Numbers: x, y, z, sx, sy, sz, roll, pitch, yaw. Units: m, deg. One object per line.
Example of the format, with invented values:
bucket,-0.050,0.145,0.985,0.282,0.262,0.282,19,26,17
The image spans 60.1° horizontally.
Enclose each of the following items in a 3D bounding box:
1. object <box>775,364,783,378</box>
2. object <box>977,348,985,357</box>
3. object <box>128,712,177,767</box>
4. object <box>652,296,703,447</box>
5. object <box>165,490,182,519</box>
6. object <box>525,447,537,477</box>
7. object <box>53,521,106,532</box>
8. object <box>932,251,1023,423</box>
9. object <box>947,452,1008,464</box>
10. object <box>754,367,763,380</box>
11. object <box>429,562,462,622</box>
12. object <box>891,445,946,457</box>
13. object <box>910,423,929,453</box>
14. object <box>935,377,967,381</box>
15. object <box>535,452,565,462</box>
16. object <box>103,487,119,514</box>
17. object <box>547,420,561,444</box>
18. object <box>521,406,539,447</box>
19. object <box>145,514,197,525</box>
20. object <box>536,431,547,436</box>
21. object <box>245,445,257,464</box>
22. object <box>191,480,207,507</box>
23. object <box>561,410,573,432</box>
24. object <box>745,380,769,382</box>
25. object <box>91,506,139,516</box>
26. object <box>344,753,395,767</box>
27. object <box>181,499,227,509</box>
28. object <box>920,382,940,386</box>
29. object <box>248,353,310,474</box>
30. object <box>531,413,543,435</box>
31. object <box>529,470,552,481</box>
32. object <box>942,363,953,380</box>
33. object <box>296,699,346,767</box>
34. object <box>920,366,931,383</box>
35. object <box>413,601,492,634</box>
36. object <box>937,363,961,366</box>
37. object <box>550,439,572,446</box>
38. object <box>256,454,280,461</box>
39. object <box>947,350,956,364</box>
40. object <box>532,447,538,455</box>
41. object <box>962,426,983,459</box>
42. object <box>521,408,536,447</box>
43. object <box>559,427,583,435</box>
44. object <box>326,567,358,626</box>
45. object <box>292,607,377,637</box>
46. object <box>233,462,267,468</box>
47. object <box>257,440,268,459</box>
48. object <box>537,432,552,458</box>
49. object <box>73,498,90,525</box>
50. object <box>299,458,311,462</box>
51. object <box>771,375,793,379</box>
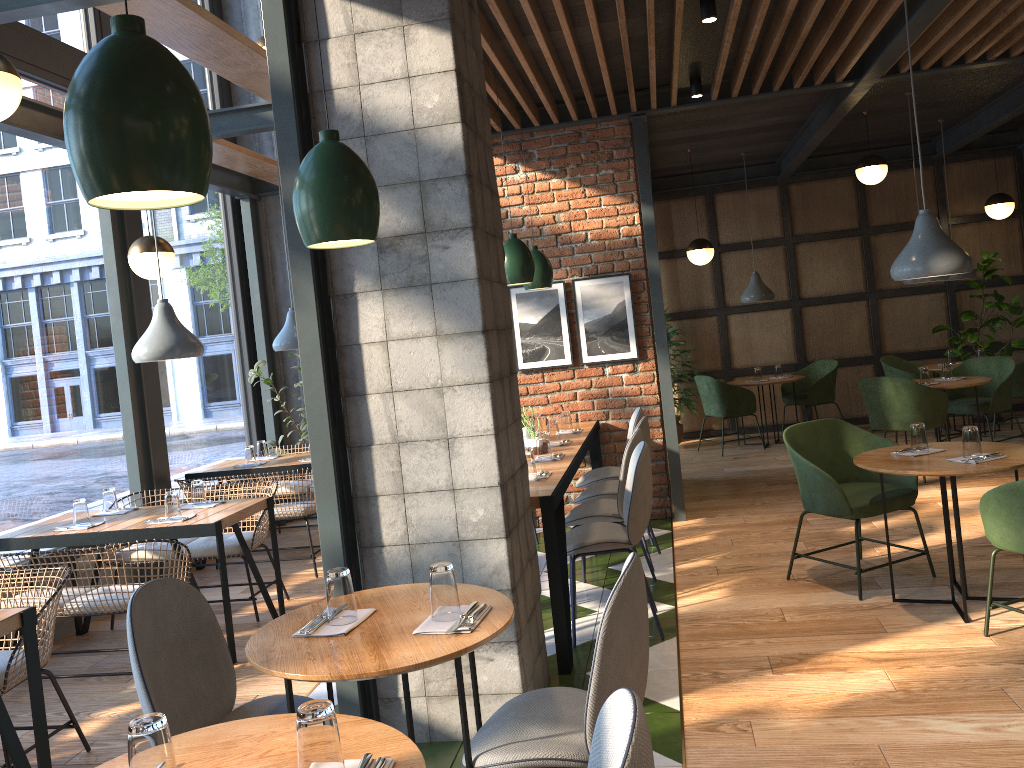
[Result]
object,2.839,-0.139,9.436,0.080,0.138,0.080,-6,1,-12
object,4.552,-0.274,8.600,0.080,0.138,0.080,-6,1,17
object,-0.606,0.632,1.489,0.080,0.138,0.080,-6,1,20
object,1.637,-0.132,9.835,0.980,1.722,0.912,-7,1,-25
object,-1.742,0.618,4.543,0.080,0.138,0.080,-6,1,12
object,0.076,0.378,4.289,0.080,0.138,0.080,-5,1,33
object,-2.261,0.737,4.612,0.242,0.019,0.158,-5,3,12
object,5.020,-0.499,9.280,1.055,1.794,0.723,-6,1,20
object,2.073,0.328,3.963,0.243,0.019,0.157,-7,3,-21
object,2.585,-0.104,9.304,0.080,0.138,0.080,-6,1,-12
object,-0.178,0.538,2.308,0.080,0.138,0.080,-7,1,-22
object,1.970,0.320,4.282,0.243,0.019,0.157,-7,3,-21
object,1.952,0.257,4.252,0.080,0.138,0.080,-6,1,-8
object,3.681,-0.045,7.413,0.158,0.019,0.242,-8,4,-26
object,0.201,0.399,4.842,0.157,0.019,0.243,-6,3,10
object,-2.245,0.649,4.946,0.080,0.138,0.080,-6,1,12
object,0.253,0.292,5.429,0.080,0.138,0.080,-7,1,-17
object,0.110,0.261,5.085,0.115,0.282,0.128,-6,1,6
object,-1.750,0.687,4.523,0.242,0.019,0.158,-6,3,9
object,0.155,0.335,6.028,0.157,0.019,0.243,-6,3,9
object,-1.935,0.523,6.542,0.080,0.138,0.080,-5,2,42
object,-1.721,0.598,4.856,0.080,0.138,0.080,-6,1,-15
object,0.364,0.249,5.967,0.080,0.138,0.080,-7,1,-17
object,2.566,-0.035,9.306,0.158,0.019,0.242,-8,4,-24
object,-2.214,0.711,4.966,0.242,0.019,0.158,-6,3,9
object,-0.292,0.667,1.448,0.157,0.019,0.243,-6,3,7
object,-1.689,0.660,4.875,0.242,0.019,0.158,-5,3,12
object,3.374,-0.005,7.285,0.158,0.019,0.242,-8,4,-26
object,-1.697,0.464,7.630,0.858,1.497,0.900,-5,1,29
object,0.167,0.268,6.003,0.080,0.138,0.080,-5,1,31
object,0.102,0.443,4.265,0.157,0.019,0.243,-6,3,10
object,3.644,-0.108,7.422,0.080,0.138,0.080,-7,2,-43
object,-0.320,0.602,1.471,0.080,0.138,0.080,-7,2,-40
object,3.393,-0.073,7.284,0.080,0.138,0.080,-7,2,-43
object,-0.154,0.604,2.283,0.157,0.019,0.243,-5,3,15
object,4.376,-0.203,8.852,0.243,0.019,0.157,-8,4,-35
object,0.279,0.357,5.405,0.157,0.019,0.243,-6,3,10
object,-1.898,0.568,6.853,0.242,0.019,0.158,-6,3,10
object,4.373,-0.268,8.826,0.080,0.138,0.080,-6,1,-13
object,0.100,0.377,5.155,0.251,0.046,0.253,-7,3,-16
object,2.068,0.260,3.988,0.080,0.138,0.080,-6,1,-8
object,0.067,0.261,5.204,0.146,0.276,0.146,-6,1,-9
object,0.391,0.314,5.943,0.157,0.019,0.243,-6,3,10
object,-0.458,0.565,2.368,0.080,0.138,0.080,-6,1,-12
object,-0.471,0.632,2.387,0.157,0.019,0.243,-5,3,15
object,-1.939,0.591,6.521,0.242,0.019,0.158,-6,3,9
object,-1.930,0.506,6.833,0.080,0.138,0.080,-7,1,-17
object,0.175,0.334,4.866,0.080,0.138,0.080,-7,1,-27
object,-2.256,0.668,4.632,0.080,0.138,0.080,-6,1,-15
object,-1.436,0.542,6.435,0.242,0.019,0.158,-6,3,10
object,2.876,-0.076,9.428,0.158,0.019,0.242,-8,4,-24
